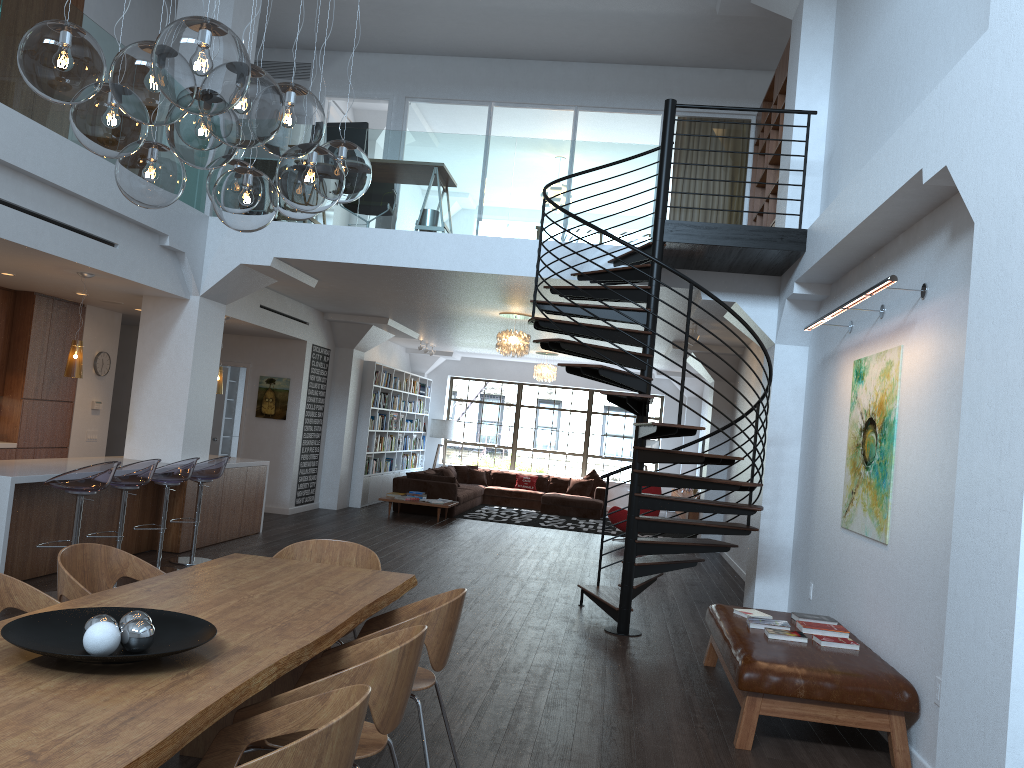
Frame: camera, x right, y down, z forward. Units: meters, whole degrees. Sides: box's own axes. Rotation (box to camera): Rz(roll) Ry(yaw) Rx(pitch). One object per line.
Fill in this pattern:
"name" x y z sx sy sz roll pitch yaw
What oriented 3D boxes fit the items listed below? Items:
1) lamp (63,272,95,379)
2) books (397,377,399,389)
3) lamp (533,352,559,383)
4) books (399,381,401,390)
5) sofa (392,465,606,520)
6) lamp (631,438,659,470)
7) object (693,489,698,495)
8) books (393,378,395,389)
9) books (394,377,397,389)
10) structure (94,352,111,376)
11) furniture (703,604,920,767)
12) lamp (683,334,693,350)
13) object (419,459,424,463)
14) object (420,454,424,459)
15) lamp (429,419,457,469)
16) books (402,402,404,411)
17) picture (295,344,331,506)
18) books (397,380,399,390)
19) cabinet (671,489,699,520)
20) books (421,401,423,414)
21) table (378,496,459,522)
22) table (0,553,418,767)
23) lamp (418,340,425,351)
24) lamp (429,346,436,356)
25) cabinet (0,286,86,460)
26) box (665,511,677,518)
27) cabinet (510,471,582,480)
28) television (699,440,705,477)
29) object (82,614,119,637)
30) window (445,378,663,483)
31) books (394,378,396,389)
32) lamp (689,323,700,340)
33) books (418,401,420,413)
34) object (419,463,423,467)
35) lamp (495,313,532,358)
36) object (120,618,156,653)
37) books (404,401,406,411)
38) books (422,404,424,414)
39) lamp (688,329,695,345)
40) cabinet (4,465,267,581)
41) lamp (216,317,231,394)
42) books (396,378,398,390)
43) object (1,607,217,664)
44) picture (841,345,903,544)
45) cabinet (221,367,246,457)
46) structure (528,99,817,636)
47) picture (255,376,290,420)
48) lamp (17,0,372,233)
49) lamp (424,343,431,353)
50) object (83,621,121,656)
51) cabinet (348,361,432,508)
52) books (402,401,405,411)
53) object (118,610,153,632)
"lamp" -2.706 -0.811 8.572 2.842 1.807 0.149 8 -4 -43
"books" -2.174 -0.009 16.361 0.140 0.231 0.042 5 -3 7
"lamp" 0.624 -0.305 16.450 0.442 0.539 0.441 8 -4 -40
"books" -2.156 0.026 16.541 0.134 0.184 0.030 5 -3 7
"sofa" -0.017 2.031 16.360 3.481 0.664 4.197 5 -3 7
"lamp" 2.709 1.941 18.391 0.545 1.579 0.545 5 -3 18
"object" 3.465 2.041 16.755 0.089 0.110 0.089 8 -4 -38
"books" -2.209 -0.012 16.071 0.146 0.202 0.027 5 -3 7
"books" -2.184 -0.015 16.264 0.140 0.231 0.042 5 -3 7
"structure" -5.022 -0.246 10.873 0.040 0.300 0.300 5 -3 7
"furniture" 1.716 1.753 5.422 0.907 0.453 1.819 5 -3 7
"lamp" 2.317 -0.556 11.620 0.111 0.211 0.120 3 -4 41
"object" -2.063 1.617 18.773 0.331 0.088 0.410 5 -3 7
"object" -2.062 1.529 18.779 0.316 0.088 0.410 5 -3 7
"lamp" -1.540 1.557 19.029 0.545 1.579 0.545 6 -3 -4
"books" -2.137 0.426 16.896 0.126 0.173 0.032 5 -3 7
"picture" -2.982 0.621 13.333 0.021 2.380 0.800 5 -3 7
"books" -2.167 0.014 16.399 0.139 0.191 0.036 5 -3 7
"cabinet" 3.246 2.216 16.065 0.459 0.350 4.501 5 -3 7
"books" -1.958 0.482 18.472 0.183 0.253 0.034 5 -3 7
"table" -1.470 1.966 13.978 1.100 0.271 0.853 5 -3 7
"table" -1.236 1.172 2.631 1.012 0.750 3.803 5 -3 7
"lamp" -1.678 -0.710 16.316 0.111 0.211 0.120 3 -4 41
"lamp" -1.555 -0.646 17.331 0.120 0.211 0.111 7 -3 -19
"cabinet" -5.765 0.112 7.835 0.598 2.499 5.299 5 -3 7
"box" 3.311 2.714 18.432 0.228 0.165 0.368 5 -3 7
"cabinet" 0.682 2.243 18.786 1.520 0.625 0.350 5 -3 7
"television" 3.481 1.353 16.026 0.013 0.816 1.324 5 -3 7
"object" -1.231 0.741 2.655 0.100 0.100 0.100 8 -4 -38
"window" 0.868 1.021 19.390 4.648 1.905 0.114 5 -3 7
"books" -2.191 -0.005 16.178 0.146 0.202 0.027 5 -3 7
"lamp" 2.195 -0.620 10.604 0.120 0.211 0.111 7 -3 -19
"books" -1.987 0.462 18.131 0.183 0.253 0.034 5 -3 7
"object" -2.072 1.705 18.769 0.331 0.088 0.410 5 -3 7
"lamp" 0.024 -0.618 11.434 0.442 0.539 0.441 8 -4 -40
"object" -1.110 0.746 2.630 0.100 0.100 0.100 8 -4 -38
"books" -2.121 0.418 17.012 0.146 0.202 0.027 5 -3 7
"books" -1.947 0.500 18.576 0.168 0.231 0.037 5 -3 7
"lamp" 2.257 -0.588 11.118 0.120 0.211 0.111 8 -3 -34
"cabinet" -3.682 1.195 8.449 0.898 0.796 4.493 5 -3 7
"lamp" -3.395 -0.334 10.320 0.149 0.900 0.149 8 -4 -38
"books" -2.183 -0.010 16.313 0.158 0.226 0.052 5 -3 7
"object" -1.197 0.767 2.657 0.592 0.066 0.592 8 -4 -35
"picture" 2.361 0.394 5.861 0.010 1.200 1.095 5 -3 7
"cabinet" -4.992 0.276 14.433 0.527 2.991 2.630 5 -3 7
"structure" 1.101 -0.178 7.220 1.998 4.352 1.998 7 -3 -32
"picture" -3.441 0.199 12.758 0.450 0.600 0.030 5 -3 7
"lamp" -0.925 -1.642 3.090 0.849 2.140 1.787 5 -3 6
"lamp" -1.618 -0.679 16.817 0.120 0.211 0.111 8 -3 -34
"object" -1.185 0.738 2.563 0.100 0.100 0.100 8 -4 -38
"cabinet" -2.323 0.948 16.811 0.461 2.414 4.500 5 -3 7
"books" -2.132 0.420 16.953 0.139 0.191 0.036 5 -3 7
"object" -1.156 0.746 2.721 0.100 0.100 0.100 8 -4 -38
